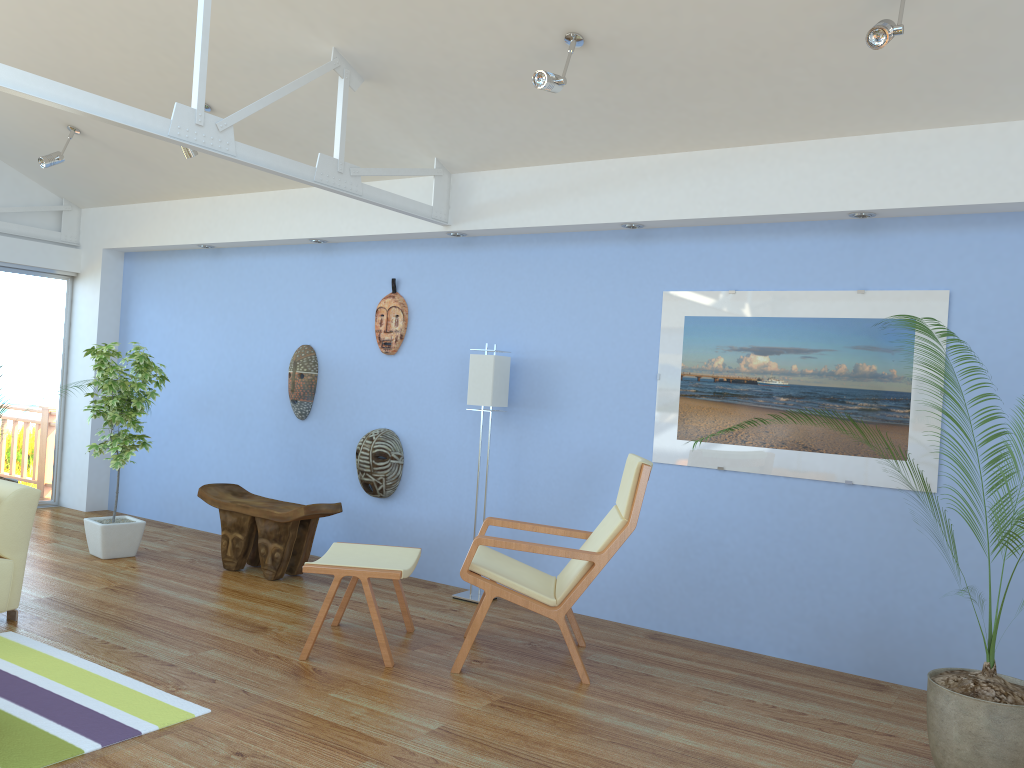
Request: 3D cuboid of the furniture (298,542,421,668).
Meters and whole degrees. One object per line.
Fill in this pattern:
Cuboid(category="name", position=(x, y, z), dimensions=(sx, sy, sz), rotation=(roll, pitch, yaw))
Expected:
Cuboid(category="furniture", position=(-0.711, 1.031, 4.244), dimensions=(0.449, 0.427, 0.619), rotation=(4, 0, 3))

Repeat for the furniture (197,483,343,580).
Cuboid(category="furniture", position=(-1.558, 0.938, 5.607), dimensions=(1.100, 0.507, 0.329), rotation=(4, 0, 33))

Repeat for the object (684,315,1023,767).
Cuboid(category="object", position=(1.600, 0.542, 2.917), dimensions=(1.563, 1.695, 1.706), rotation=(4, 0, -36))

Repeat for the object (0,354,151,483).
Cuboid(category="object", position=(-3.586, 0.213, 6.312), dimensions=(1.563, 1.695, 1.706), rotation=(4, 0, 24))

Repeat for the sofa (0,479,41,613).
Cuboid(category="sofa", position=(-3.301, 0.718, 3.501), dimensions=(0.950, 0.597, 2.448), rotation=(4, 0, 33))

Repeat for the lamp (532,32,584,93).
Cuboid(category="lamp", position=(0.202, -1.445, 3.993), dimensions=(0.257, 0.296, 0.119), rotation=(4, 0, -40))

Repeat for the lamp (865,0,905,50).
Cuboid(category="lamp", position=(1.376, -1.355, 3.234), dimensions=(0.254, 0.327, 0.117), rotation=(4, 0, -39))

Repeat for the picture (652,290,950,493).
Cuboid(category="picture", position=(1.394, -0.003, 4.475), dimensions=(1.419, 0.937, 0.005), rotation=(4, 0, 33))

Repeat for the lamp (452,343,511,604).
Cuboid(category="lamp", position=(-0.172, 0.519, 5.278), dimensions=(0.200, 1.520, 0.200), rotation=(4, 0, 33))

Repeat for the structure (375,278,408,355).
Cuboid(category="structure", position=(-0.811, -0.448, 5.887), dimensions=(0.264, 0.508, 0.063), rotation=(4, 0, 33))

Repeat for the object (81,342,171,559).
Cuboid(category="object", position=(-2.548, 0.423, 5.792), dimensions=(0.495, 1.409, 0.699), rotation=(4, 0, -14))

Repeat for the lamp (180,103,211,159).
Cuboid(category="lamp", position=(-1.957, -1.554, 5.429), dimensions=(0.195, 0.351, 0.127), rotation=(4, 0, -39))

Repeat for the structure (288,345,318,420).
Cuboid(category="structure", position=(-1.513, -0.013, 6.290), dimensions=(0.254, 0.541, 0.115), rotation=(4, 0, 33))

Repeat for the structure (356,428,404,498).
Cuboid(category="structure", position=(-0.910, 0.526, 5.836), dimensions=(0.359, 0.466, 0.185), rotation=(4, 0, 33))

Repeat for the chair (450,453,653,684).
Cuboid(category="chair", position=(0.203, 0.812, 4.199), dimensions=(0.859, 0.982, 0.632), rotation=(4, 0, 3))

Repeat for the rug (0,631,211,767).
Cuboid(category="rug", position=(-2.273, 1.137, 2.790), dimensions=(1.400, 0.018, 2.100), rotation=(4, 0, 33))

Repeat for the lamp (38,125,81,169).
Cuboid(category="lamp", position=(-3.149, -1.642, 6.167), dimensions=(0.254, 0.327, 0.118), rotation=(4, 0, -40))
